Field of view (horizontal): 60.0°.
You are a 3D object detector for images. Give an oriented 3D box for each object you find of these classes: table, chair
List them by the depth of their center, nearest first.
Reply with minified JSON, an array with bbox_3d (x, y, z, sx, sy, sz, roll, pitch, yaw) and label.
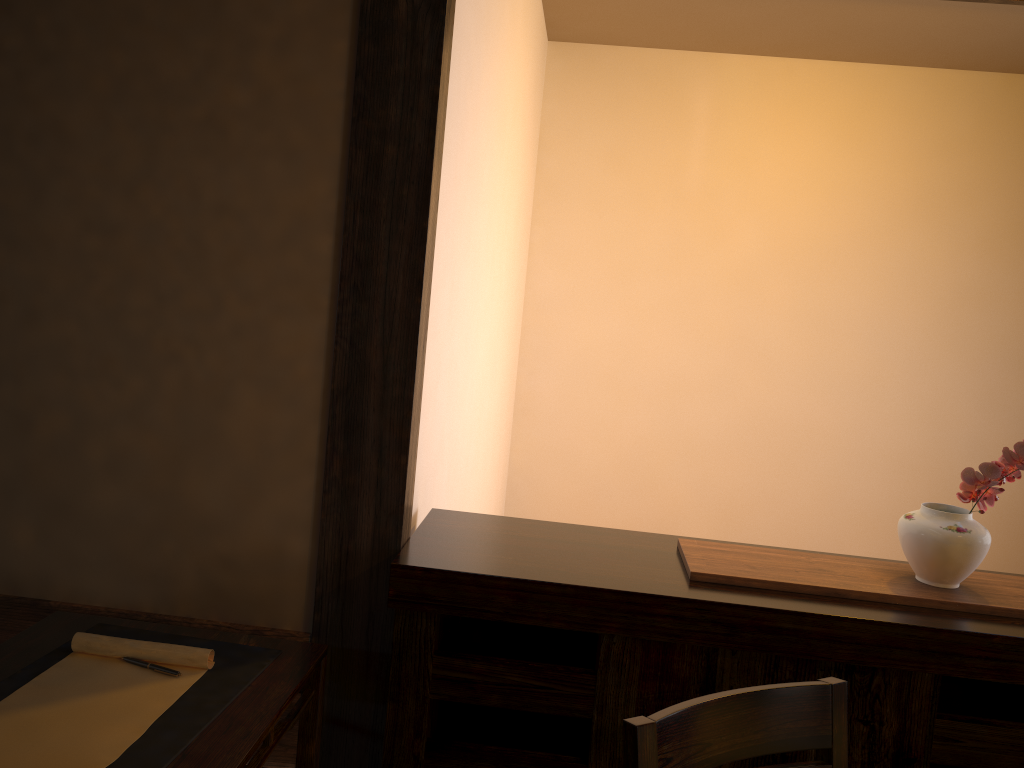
[{"bbox_3d":[0.436,0.994,1.198,0.490,0.958,0.579,3,5,-31],"label":"chair"},{"bbox_3d":[-0.736,0.727,1.463,0.600,0.336,0.882,6,6,4],"label":"table"}]

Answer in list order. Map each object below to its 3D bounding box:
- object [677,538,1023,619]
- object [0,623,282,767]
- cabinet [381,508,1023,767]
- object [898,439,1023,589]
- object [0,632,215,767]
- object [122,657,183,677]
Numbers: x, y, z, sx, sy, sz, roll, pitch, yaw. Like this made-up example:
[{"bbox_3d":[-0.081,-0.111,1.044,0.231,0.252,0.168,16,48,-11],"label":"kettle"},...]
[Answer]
[{"bbox_3d":[0.887,0.448,1.990,0.998,0.020,0.268,6,6,4],"label":"object"},{"bbox_3d":[-0.719,0.558,1.460,0.405,0.003,0.762,6,6,7],"label":"object"},{"bbox_3d":[0.810,0.936,2.019,2.186,0.969,0.490,6,5,4],"label":"cabinet"},{"bbox_3d":[1.035,0.264,1.960,0.321,0.377,0.189,6,5,13],"label":"object"},{"bbox_3d":[-0.726,0.532,1.511,0.275,0.038,0.431,6,6,4],"label":"object"},{"bbox_3d":[-0.680,0.532,1.671,0.141,0.010,0.012,7,6,20],"label":"object"}]
